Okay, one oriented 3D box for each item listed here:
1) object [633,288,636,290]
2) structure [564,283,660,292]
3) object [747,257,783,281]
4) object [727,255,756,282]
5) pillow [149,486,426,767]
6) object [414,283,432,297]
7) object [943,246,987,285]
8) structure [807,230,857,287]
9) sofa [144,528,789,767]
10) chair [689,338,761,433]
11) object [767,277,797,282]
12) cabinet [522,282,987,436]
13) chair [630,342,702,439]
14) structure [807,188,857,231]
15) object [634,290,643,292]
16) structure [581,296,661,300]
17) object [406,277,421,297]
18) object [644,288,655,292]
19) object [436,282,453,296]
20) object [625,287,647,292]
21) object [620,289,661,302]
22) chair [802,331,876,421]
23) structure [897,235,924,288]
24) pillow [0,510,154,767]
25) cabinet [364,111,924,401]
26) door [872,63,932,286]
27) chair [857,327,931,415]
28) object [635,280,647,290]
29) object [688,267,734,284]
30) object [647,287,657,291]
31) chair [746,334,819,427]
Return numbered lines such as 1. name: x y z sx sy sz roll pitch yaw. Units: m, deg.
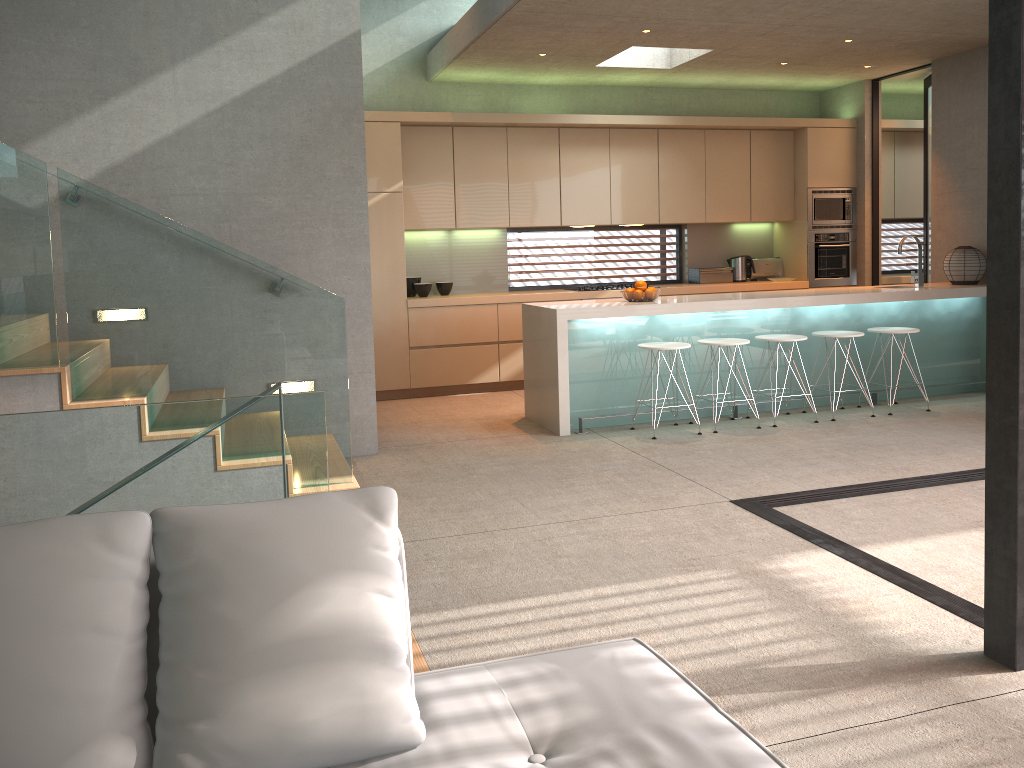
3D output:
1. object: 0.935 -0.700 6.849 0.087 0.086 0.087 2 8 33
2. structure: 0.990 -0.941 8.789 0.840 0.090 0.467 -4 9 -17
3. object: 2.728 -1.244 9.571 0.390 0.246 0.151 -4 6 -17
4. object: 2.439 -1.233 9.432 0.278 0.284 0.178 -3 6 -12
5. pillow: -0.431 0.472 1.697 0.493 0.480 0.267 -4 6 -16
6. object: -0.836 -0.880 8.303 0.170 0.126 0.170 -6 8 -30
7. object: 3.949 -1.036 7.708 0.341 0.332 0.342 -5 7 -25
8. structure: 3.288 -1.342 9.433 0.597 0.576 0.500 -4 6 -17
9. sofa: -0.294 0.739 1.499 1.598 0.728 1.020 -4 8 -17
10. chair: 1.535 -0.003 6.401 0.382 0.620 0.384 -3 6 -17
11. object: 2.844 -1.098 9.299 0.310 0.034 0.312 6 12 41
12. cabinet: 2.174 -0.284 7.193 4.126 0.894 0.806 -4 7 -17
13. chair: 1.083 0.031 6.263 0.382 0.620 0.384 -3 6 -17
14. structure: 3.267 -1.849 9.415 0.597 0.434 0.463 -4 7 -17
15. object: 0.960 -0.675 6.695 0.081 0.080 0.081 0 7 12
16. structure: 1.071 -0.589 8.574 0.829 0.498 0.080 -4 5 -17
17. object: -0.975 -0.926 8.434 0.226 0.187 0.226 -7 9 -39
18. object: 1.042 -0.684 6.709 0.087 0.086 0.087 -5 7 -26
19. object: -0.649 -0.916 8.499 0.170 0.126 0.170 -6 8 -30
20. object: 0.939 -0.690 6.744 0.174 0.099 0.097 2 7 28
21. object: 0.986 -0.677 6.781 0.316 0.081 0.318 -4 9 -17
22. chair: 2.467 -0.076 6.688 0.382 0.620 0.384 -3 6 -17
23. structure: 3.354 -1.037 7.483 0.097 0.438 0.260 -3 5 -17
24. pillow: -0.892 0.496 1.558 0.493 0.495 0.239 -4 5 -17
25. cabinet: 2.146 -1.317 8.474 7.480 2.551 1.978 -4 6 -17
26. door: 0.402 -0.084 4.362 5.791 4.445 15.407 5 11 45
27. chair: 2.949 -0.113 6.837 0.382 0.620 0.384 -3 6 -17
28. object: 0.993 -0.753 6.809 0.095 0.093 0.095 -1 6 3
29. object: 2.108 -1.150 9.372 0.401 0.159 0.242 -4 8 -17
30. object: 1.071 -0.700 6.797 0.094 0.094 0.094 -5 7 -28
31. chair: 1.993 -0.039 6.541 0.382 0.620 0.384 -3 6 -17
